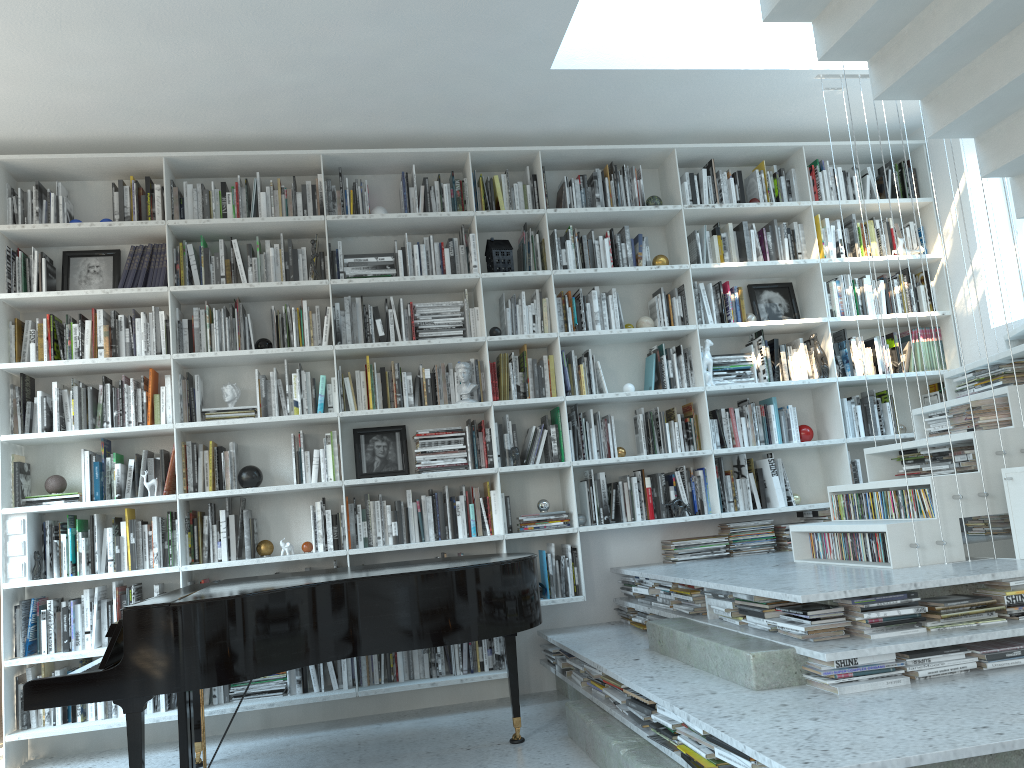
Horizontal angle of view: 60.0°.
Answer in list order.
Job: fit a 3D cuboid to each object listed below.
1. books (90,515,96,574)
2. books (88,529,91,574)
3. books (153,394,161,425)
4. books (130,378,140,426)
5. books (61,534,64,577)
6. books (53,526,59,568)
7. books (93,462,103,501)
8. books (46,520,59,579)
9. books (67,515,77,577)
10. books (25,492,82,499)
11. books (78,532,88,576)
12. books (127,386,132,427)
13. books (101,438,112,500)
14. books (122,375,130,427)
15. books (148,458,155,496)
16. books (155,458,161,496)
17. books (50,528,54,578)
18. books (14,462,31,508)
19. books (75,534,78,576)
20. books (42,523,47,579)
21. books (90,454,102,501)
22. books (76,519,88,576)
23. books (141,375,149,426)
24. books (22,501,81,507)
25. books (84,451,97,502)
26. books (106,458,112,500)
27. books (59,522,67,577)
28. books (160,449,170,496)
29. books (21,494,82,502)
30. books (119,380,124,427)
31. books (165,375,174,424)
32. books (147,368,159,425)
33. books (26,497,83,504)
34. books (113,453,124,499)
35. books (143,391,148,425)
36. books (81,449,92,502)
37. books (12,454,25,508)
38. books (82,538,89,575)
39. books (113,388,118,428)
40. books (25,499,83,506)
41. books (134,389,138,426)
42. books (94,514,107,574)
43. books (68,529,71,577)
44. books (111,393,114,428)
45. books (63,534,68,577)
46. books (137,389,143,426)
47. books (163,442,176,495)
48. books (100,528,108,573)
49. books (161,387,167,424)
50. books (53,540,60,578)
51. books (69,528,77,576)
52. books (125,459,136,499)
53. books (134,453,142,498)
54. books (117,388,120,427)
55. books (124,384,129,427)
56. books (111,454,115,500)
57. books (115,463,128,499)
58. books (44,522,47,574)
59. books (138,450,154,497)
[{"bbox_3d":[-2.171,0.840,4.642,0.019,0.299,0.180,-4,-8,-11],"label":"books"},{"bbox_3d":[-2.200,0.882,4.666,0.016,0.230,0.136,-4,-8,-11],"label":"books"},{"bbox_3d":[-1.911,0.157,4.814,0.030,0.183,0.152,-4,-8,-11],"label":"books"},{"bbox_3d":[-2.029,0.118,4.787,0.015,0.274,0.157,-4,-8,-11],"label":"books"},{"bbox_3d":[-2.317,0.893,4.627,0.015,0.218,0.176,-4,-8,-11],"label":"books"},{"bbox_3d":[-2.354,0.871,4.612,0.007,0.263,0.177,-4,-8,-11],"label":"books"},{"bbox_3d":[-2.166,0.521,4.684,0.029,0.208,0.190,-4,-8,-11],"label":"books"},{"bbox_3d":[-2.389,0.860,4.619,0.014,0.294,0.171,-4,-8,-11],"label":"books"},{"bbox_3d":[-2.296,0.843,4.634,0.006,0.314,0.146,-4,-8,-11],"label":"books"},{"bbox_3d":[-2.395,0.590,4.666,0.254,0.012,0.161,-4,-9,-10],"label":"books"},{"bbox_3d":[-2.226,0.884,4.630,0.015,0.218,0.190,-4,-8,-11],"label":"books"},{"bbox_3d":[-2.053,0.140,4.809,0.028,0.242,0.132,-4,-8,-11],"label":"books"},{"bbox_3d":[-2.159,0.463,4.729,0.011,0.335,0.153,-4,-8,-11],"label":"books"},{"bbox_3d":[-2.085,0.110,4.803,0.011,0.303,0.130,-4,-8,-11],"label":"books"},{"bbox_3d":[-1.911,0.507,4.745,0.030,0.207,0.172,-4,-8,-11],"label":"books"},{"bbox_3d":[-1.884,0.506,4.760,0.027,0.209,0.144,-4,-8,-11],"label":"books"},{"bbox_3d":[-2.371,0.878,4.628,0.022,0.257,0.141,-4,-8,-11],"label":"books"},{"bbox_3d":[-2.560,0.534,4.637,0.028,0.242,0.157,-4,-8,-11],"label":"books"},{"bbox_3d":[-2.261,0.895,4.649,0.016,0.211,0.146,-4,-8,-11],"label":"books"},{"bbox_3d":[-2.417,0.868,4.622,0.008,0.284,0.160,-4,-8,-11],"label":"books"},{"bbox_3d":[-2.203,0.505,4.710,0.031,0.255,0.143,-4,-8,-11],"label":"books"},{"bbox_3d":[-2.238,0.851,4.626,0.007,0.286,0.182,-4,-8,-11],"label":"books"},{"bbox_3d":[-1.987,0.109,4.819,0.015,0.292,0.144,-4,-8,-11],"label":"books"},{"bbox_3d":[-2.389,0.637,4.655,0.285,0.012,0.160,-4,-9,-8],"label":"books"},{"bbox_3d":[-2.230,0.497,4.699,0.024,0.272,0.150,-4,-8,-11],"label":"books"},{"bbox_3d":[-2.134,0.514,4.732,0.030,0.231,0.148,-4,-8,-11],"label":"books"},{"bbox_3d":[-2.330,0.862,4.622,0.008,0.279,0.164,-4,-8,-11],"label":"books"},{"bbox_3d":[-1.863,0.484,4.770,0.021,0.251,0.154,-4,-8,-11],"label":"books"},{"bbox_3d":[-2.392,0.601,4.657,0.285,0.012,0.160,-4,-8,-7],"label":"books"},{"bbox_3d":[-2.092,0.124,4.784,0.012,0.272,0.145,-4,-8,-11],"label":"books"},{"bbox_3d":[-1.858,0.103,4.837,0.027,0.285,0.148,-4,-8,-11],"label":"books"},{"bbox_3d":[-1.949,0.088,4.815,0.035,0.325,0.170,-4,-8,-11],"label":"books"},{"bbox_3d":[-2.392,0.613,4.658,0.254,0.012,0.161,-3,-9,-14],"label":"books"},{"bbox_3d":[-2.089,0.498,4.716,0.011,0.250,0.172,-4,-8,-11],"label":"books"},{"bbox_3d":[-1.967,0.150,4.801,0.013,0.203,0.162,-4,-8,-11],"label":"books"},{"bbox_3d":[-2.248,0.492,4.697,0.012,0.284,0.160,-4,-8,-11],"label":"books"},{"bbox_3d":[-2.584,0.516,4.646,0.012,0.284,0.160,-4,-8,-11],"label":"books"},{"bbox_3d":[-2.208,0.898,4.627,0.016,0.188,0.184,-4,-8,-11],"label":"books"},{"bbox_3d":[-2.114,0.146,4.769,0.013,0.229,0.177,-4,-8,-11],"label":"books"},{"bbox_3d":[-2.391,0.626,4.661,0.254,0.012,0.161,-4,-9,-10],"label":"books"},{"bbox_3d":[-2.016,0.147,4.799,0.012,0.217,0.160,-4,-8,-11],"label":"books"},{"bbox_3d":[-2.158,0.838,4.657,0.012,0.306,0.190,-4,-8,-11],"label":"books"},{"bbox_3d":[-2.282,0.877,4.629,0.014,0.243,0.171,-4,-8,-11],"label":"books"},{"bbox_3d":[-2.132,0.161,4.779,0.021,0.204,0.130,-4,-8,-11],"label":"books"},{"bbox_3d":[-2.300,0.891,4.617,0.015,0.216,0.180,-4,-8,-11],"label":"books"},{"bbox_3d":[-2.000,0.145,4.807,0.021,0.220,0.148,-4,-8,-11],"label":"books"},{"bbox_3d":[-1.807,0.462,4.743,0.082,0.276,0.229,-4,-8,-11],"label":"books"},{"bbox_3d":[-2.130,0.877,4.675,0.045,0.230,0.138,-4,-8,-11],"label":"books"},{"bbox_3d":[-1.883,0.135,4.823,0.031,0.223,0.145,-4,-8,-11],"label":"books"},{"bbox_3d":[-2.335,0.904,4.594,0.019,0.189,0.193,-4,-8,-11],"label":"books"},{"bbox_3d":[-2.269,0.874,4.618,0.009,0.244,0.185,-4,-8,-11],"label":"books"},{"bbox_3d":[-2.029,0.515,4.746,0.056,0.214,0.143,-4,-8,-11],"label":"books"},{"bbox_3d":[-1.997,0.499,4.753,0.013,0.241,0.141,-4,-8,-11],"label":"books"},{"bbox_3d":[-2.103,0.148,4.783,0.013,0.227,0.152,-4,-8,-11],"label":"books"},{"bbox_3d":[-2.071,0.135,4.797,0.011,0.251,0.139,-4,-8,-11],"label":"books"},{"bbox_3d":[-2.108,0.502,4.731,0.022,0.248,0.129,-4,-8,-11],"label":"books"},{"bbox_3d":[-2.064,0.524,4.704,0.029,0.190,0.189,-4,-8,-11],"label":"books"},{"bbox_3d":[-2.405,0.865,4.623,0.016,0.289,0.153,-4,-8,-11],"label":"books"},{"bbox_3d":[-1.959,0.487,4.747,0.060,0.255,0.158,-4,-8,-11],"label":"books"}]
